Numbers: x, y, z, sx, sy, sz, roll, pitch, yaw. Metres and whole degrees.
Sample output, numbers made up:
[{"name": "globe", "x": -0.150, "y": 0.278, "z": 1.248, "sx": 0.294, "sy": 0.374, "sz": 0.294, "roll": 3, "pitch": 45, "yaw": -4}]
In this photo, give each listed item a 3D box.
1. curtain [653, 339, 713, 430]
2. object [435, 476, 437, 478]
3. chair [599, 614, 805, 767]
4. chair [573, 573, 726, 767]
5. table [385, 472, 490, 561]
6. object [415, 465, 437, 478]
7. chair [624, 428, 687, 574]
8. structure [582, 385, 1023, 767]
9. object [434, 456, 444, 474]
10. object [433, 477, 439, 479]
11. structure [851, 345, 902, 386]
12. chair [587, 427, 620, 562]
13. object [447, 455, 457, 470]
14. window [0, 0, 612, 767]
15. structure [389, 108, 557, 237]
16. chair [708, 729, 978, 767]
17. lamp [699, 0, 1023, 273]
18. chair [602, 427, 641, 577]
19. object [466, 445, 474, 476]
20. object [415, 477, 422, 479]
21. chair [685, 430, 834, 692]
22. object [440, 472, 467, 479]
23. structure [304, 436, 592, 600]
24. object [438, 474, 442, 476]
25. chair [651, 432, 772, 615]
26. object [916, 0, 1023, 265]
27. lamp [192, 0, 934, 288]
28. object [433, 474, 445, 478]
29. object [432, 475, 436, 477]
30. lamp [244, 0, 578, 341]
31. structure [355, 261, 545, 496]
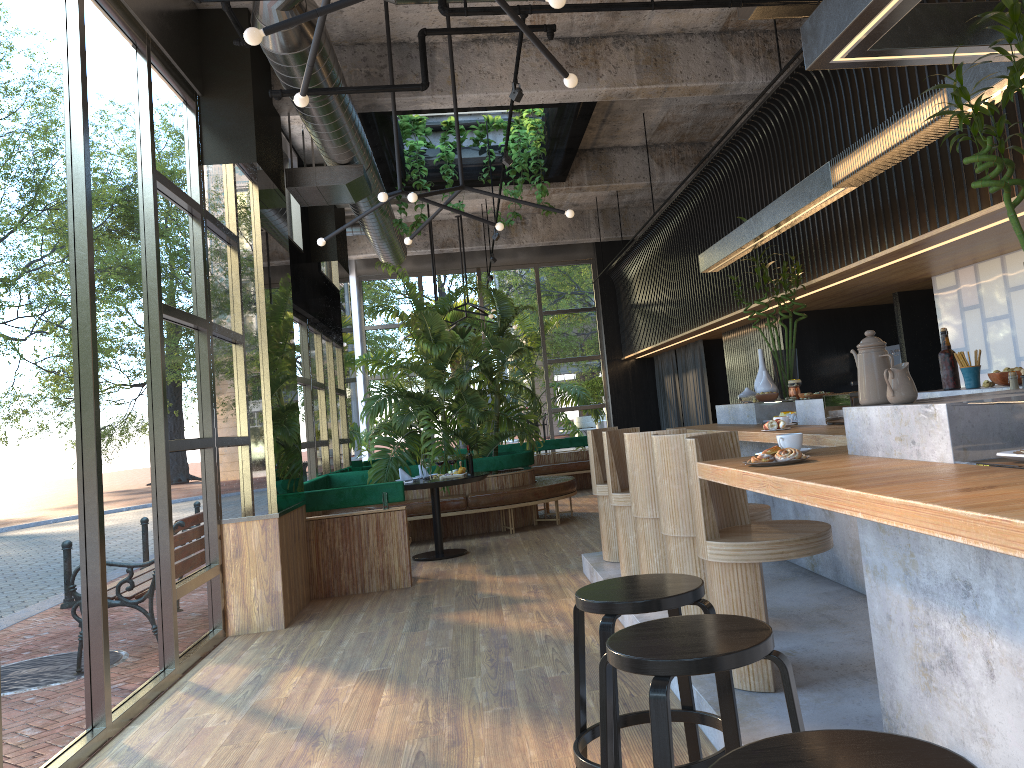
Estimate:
[{"name": "curtain", "x": 2.494, "y": 0.472, "z": 13.004, "sx": 0.123, "sy": 2.069, "sz": 3.218, "roll": -5, "pitch": -3, "yaw": -3}, {"name": "object", "x": -0.757, "y": 0.923, "z": 8.808, "sx": 0.033, "sy": 0.019, "sz": 0.037, "roll": -6, "pitch": -3, "yaw": 7}, {"name": "chair", "x": 0.468, "y": 0.967, "z": 2.160, "sx": 0.529, "sy": 0.700, "sz": 0.498, "roll": -4, "pitch": -5, "yaw": -15}, {"name": "chair", "x": 0.437, "y": 0.994, "z": 2.797, "sx": 0.525, "sy": 0.700, "sz": 0.502, "roll": -5, "pitch": -5, "yaw": -10}, {"name": "table", "x": -0.737, "y": 1.306, "z": 8.709, "sx": 1.153, "sy": 0.755, "sz": 1.042, "roll": -3, "pitch": -4, "yaw": -37}, {"name": "object", "x": -0.878, "y": 0.891, "z": 9.099, "sx": 0.241, "sy": 0.140, "sz": 0.223, "roll": -4, "pitch": -3, "yaw": -22}, {"name": "chair", "x": 0.973, "y": 0.743, "z": 5.182, "sx": 0.532, "sy": 0.975, "sz": 0.559, "roll": -7, "pitch": -5, "yaw": 18}, {"name": "structure", "x": 3.568, "y": 0.210, "z": 4.197, "sx": 5.923, "sy": 1.739, "sz": 7.002, "roll": -6, "pitch": -2, "yaw": -5}, {"name": "object", "x": -0.736, "y": 0.838, "z": 9.044, "sx": 0.105, "sy": 0.202, "sz": 0.099, "roll": -4, "pitch": -5, "yaw": -16}, {"name": "object", "x": -0.749, "y": 0.921, "z": 8.707, "sx": 0.063, "sy": 0.013, "sz": 0.145, "roll": -5, "pitch": -2, "yaw": -9}, {"name": "structure", "x": 3.602, "y": 0.419, "z": 8.257, "sx": 0.557, "sy": 1.603, "sz": 0.824, "roll": -5, "pitch": -5, "yaw": -5}, {"name": "chair", "x": 0.884, "y": 0.809, "z": 6.713, "sx": 0.544, "sy": 0.975, "sz": 0.547, "roll": -6, "pitch": -5, "yaw": 4}, {"name": "object", "x": -0.604, "y": 0.824, "z": 9.021, "sx": 0.105, "sy": 0.202, "sz": 0.099, "roll": -4, "pitch": -5, "yaw": -16}, {"name": "window", "x": -0.194, "y": -1.794, "z": 4.792, "sx": 4.191, "sy": 6.528, "sz": 20.016, "roll": -5, "pitch": -3, "yaw": -3}, {"name": "structure", "x": -0.308, "y": -2.432, "z": 10.091, "sx": 2.095, "sy": 1.525, "sz": 1.456, "roll": -7, "pitch": -4, "yaw": 23}, {"name": "chair", "x": 0.510, "y": 0.930, "z": 1.267, "sx": 0.530, "sy": 0.700, "sz": 0.496, "roll": -4, "pitch": -5, "yaw": -17}, {"name": "lamp", "x": 2.953, "y": -2.254, "z": 4.552, "sx": 5.079, "sy": 2.144, "sz": 6.577, "roll": -5, "pitch": -3, "yaw": -11}, {"name": "chair", "x": 0.921, "y": 0.776, "z": 5.917, "sx": 0.571, "sy": 0.975, "sz": 0.520, "roll": -2, "pitch": -6, "yaw": -30}, {"name": "object", "x": -0.418, "y": 0.743, "z": 8.691, "sx": 0.067, "sy": 0.301, "sz": 0.069, "roll": -6, "pitch": -6, "yaw": 11}, {"name": "object", "x": -1.042, "y": 0.959, "z": 8.994, "sx": 0.242, "sy": 0.019, "sz": 0.165, "roll": -8, "pitch": -3, "yaw": 44}, {"name": "chair", "x": 1.031, "y": 0.680, "z": 3.621, "sx": 0.519, "sy": 0.975, "sz": 0.573, "roll": -10, "pitch": -7, "yaw": 41}, {"name": "object", "x": -0.566, "y": 0.903, "z": 8.789, "sx": 0.238, "sy": 0.019, "sz": 0.353, "roll": -6, "pitch": -2, "yaw": 5}, {"name": "structure", "x": 1.140, "y": 0.567, "z": 4.704, "sx": 6.106, "sy": 1.557, "sz": 19.772, "roll": -6, "pitch": -2, "yaw": -3}, {"name": "object", "x": -0.718, "y": 0.914, "z": 8.843, "sx": 0.033, "sy": 0.032, "sz": 0.037, "roll": -5, "pitch": -4, "yaw": -8}, {"name": "chair", "x": 1.008, "y": 0.710, "z": 4.380, "sx": 0.573, "sy": 0.975, "sz": 0.518, "roll": 0, "pitch": -7, "yaw": -45}, {"name": "object", "x": 1.550, "y": -0.616, "z": 2.567, "sx": 0.676, "sy": 1.558, "sz": 0.579, "roll": -5, "pitch": -6, "yaw": -1}, {"name": "lamp", "x": -0.134, "y": -2.074, "z": 9.347, "sx": 3.845, "sy": 1.539, "sz": 9.839, "roll": -5, "pitch": -2, "yaw": -6}, {"name": "object", "x": -0.726, "y": 0.918, "z": 8.905, "sx": 0.098, "sy": 0.028, "sz": 0.128, "roll": -6, "pitch": -2, "yaw": 10}, {"name": "object", "x": -0.780, "y": 0.927, "z": 8.923, "sx": 0.024, "sy": 0.025, "sz": 0.046, "roll": -7, "pitch": -3, "yaw": 14}, {"name": "lamp", "x": 1.086, "y": -2.187, "z": 5.257, "sx": 5.150, "sy": 1.833, "sz": 18.581, "roll": -6, "pitch": -2, "yaw": -3}, {"name": "structure", "x": -0.800, "y": 0.107, "z": 11.171, "sx": 2.513, "sy": 3.455, "sz": 2.566, "roll": -4, "pitch": -5, "yaw": -21}]
